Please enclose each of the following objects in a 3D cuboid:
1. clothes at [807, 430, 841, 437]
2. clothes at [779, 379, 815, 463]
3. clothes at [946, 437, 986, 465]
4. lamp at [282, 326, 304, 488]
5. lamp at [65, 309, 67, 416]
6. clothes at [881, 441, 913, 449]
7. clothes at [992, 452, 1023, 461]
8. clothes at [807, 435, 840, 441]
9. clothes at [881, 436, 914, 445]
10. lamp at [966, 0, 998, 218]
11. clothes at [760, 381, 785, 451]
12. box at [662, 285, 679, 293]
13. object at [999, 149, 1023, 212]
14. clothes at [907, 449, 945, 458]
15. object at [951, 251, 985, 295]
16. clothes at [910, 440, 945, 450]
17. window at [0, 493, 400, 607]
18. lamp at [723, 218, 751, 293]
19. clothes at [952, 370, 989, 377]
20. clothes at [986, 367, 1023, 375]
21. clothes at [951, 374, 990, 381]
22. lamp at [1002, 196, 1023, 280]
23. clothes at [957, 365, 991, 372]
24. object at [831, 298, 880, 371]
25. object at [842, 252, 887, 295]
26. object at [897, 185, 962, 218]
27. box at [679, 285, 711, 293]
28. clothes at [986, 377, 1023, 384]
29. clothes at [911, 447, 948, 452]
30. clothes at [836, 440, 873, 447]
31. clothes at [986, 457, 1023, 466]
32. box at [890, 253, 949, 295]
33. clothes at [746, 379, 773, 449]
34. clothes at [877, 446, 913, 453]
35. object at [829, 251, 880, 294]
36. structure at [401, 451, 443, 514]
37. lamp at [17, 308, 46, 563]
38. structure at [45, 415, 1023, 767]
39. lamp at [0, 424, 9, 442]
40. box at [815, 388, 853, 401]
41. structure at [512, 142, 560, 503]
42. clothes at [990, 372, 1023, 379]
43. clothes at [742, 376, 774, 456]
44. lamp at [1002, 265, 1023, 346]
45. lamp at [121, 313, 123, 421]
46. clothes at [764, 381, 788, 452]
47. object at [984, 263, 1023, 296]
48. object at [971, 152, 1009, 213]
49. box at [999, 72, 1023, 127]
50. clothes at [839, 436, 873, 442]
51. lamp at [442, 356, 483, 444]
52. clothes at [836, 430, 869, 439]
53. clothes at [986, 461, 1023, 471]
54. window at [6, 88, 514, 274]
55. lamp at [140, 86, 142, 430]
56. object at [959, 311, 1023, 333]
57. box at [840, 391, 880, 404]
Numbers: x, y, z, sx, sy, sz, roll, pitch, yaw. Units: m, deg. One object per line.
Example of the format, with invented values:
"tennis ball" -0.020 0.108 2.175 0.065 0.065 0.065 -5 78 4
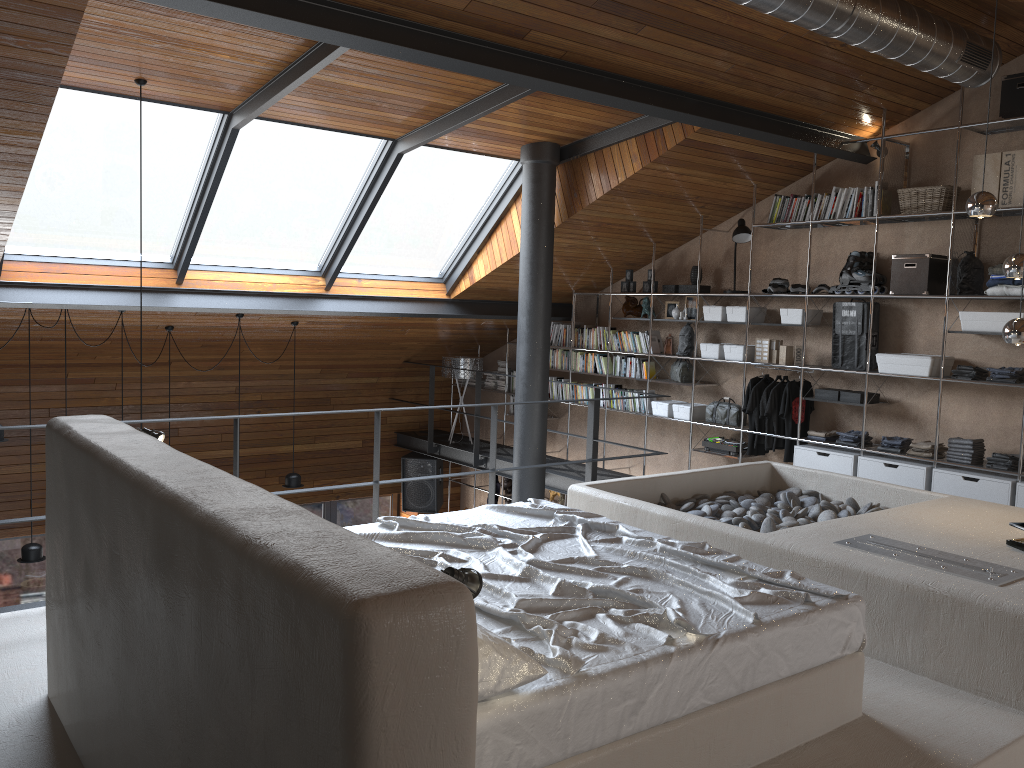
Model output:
"clothes" 2.519 0.396 7.130 0.221 0.050 0.196 -1 6 -35
"clothes" 2.357 0.302 7.321 0.424 0.689 0.090 -2 6 -39
"clothes" 3.186 0.463 6.220 0.184 0.172 0.201 -2 6 -35
"lamp" -2.119 0.219 8.622 0.210 1.565 0.210 2 5 0
"lamp" -3.467 0.445 6.901 0.210 2.273 0.210 2 5 0
"clothes" 2.881 0.451 6.648 0.203 0.053 0.198 -1 6 -33
"clothes" 3.384 0.494 6.040 0.200 0.052 0.194 -2 6 -36
"clothes" 2.528 0.427 7.143 0.248 0.043 0.190 -1 6 -29
"clothes" 2.897 0.422 6.653 0.204 0.049 0.184 -2 6 -38
"lamp" 2.428 -1.455 4.507 0.146 1.204 0.146 1 5 -6
"clothes" 2.245 0.261 7.490 0.488 0.586 0.074 -3 7 -44
"box" 1.561 -0.891 8.367 0.208 0.079 0.207 0 5 -24
"object" 3.406 -1.358 5.930 0.192 0.382 0.181 -2 6 -37
"clothes" 3.031 0.497 6.462 0.238 0.053 0.212 -2 6 -39
"object" 3.212 -0.772 6.213 0.212 0.319 0.157 1 5 -11
"clothes" 3.028 0.443 6.448 0.212 0.047 0.187 -2 6 -37
"window" -3.821 2.112 9.997 5.936 1.521 0.101 -2 6 -37
"lamp" 1.991 -1.120 7.794 0.233 0.660 0.322 3 5 16
"clothes" 3.229 -0.077 6.234 0.215 0.047 0.191 -2 6 -38
"clothes" 3.359 -0.090 6.012 0.200 0.052 0.194 -2 6 -36
"clothes" 3.216 -0.053 6.223 0.243 0.045 0.208 -2 6 -38
"lamp" 2.642 -1.275 4.531 0.146 1.474 0.146 1 5 -6
"clothes" 3.233 -0.106 6.215 0.200 0.052 0.194 -2 6 -36
"object" 2.694 -0.394 6.952 0.188 0.559 0.337 -1 6 -33
"object" 2.789 -0.871 6.975 0.174 0.342 0.416 -1 6 -32
"object" 3.013 -1.318 6.423 0.262 0.198 0.417 -2 6 -37
"box" 1.687 -0.872 8.190 0.208 0.079 0.207 -2 6 -40
"clothes" 3.373 -0.034 6.013 0.243 0.045 0.208 -2 6 -37
"clothes" 3.028 0.470 6.436 0.229 0.052 0.199 -1 6 -34
"clothes" 2.688 0.450 6.934 0.243 0.045 0.208 -2 6 -37
"clothes" 3.379 0.523 6.059 0.215 0.047 0.191 -2 6 -38
"box" 2.975 -0.794 6.486 0.266 0.295 0.289 -2 6 -37
"clothes" 2.147 0.251 7.568 0.488 0.586 0.074 -3 7 -44
"clothes" 2.890 0.476 6.666 0.242 0.048 0.207 -2 6 -40
"object" 2.687 -0.860 6.875 0.174 0.342 0.416 -1 6 -33
"structure" -1.075 1.200 10.933 0.461 0.735 0.488 3 5 13
"lamp" -3.740 0.365 6.887 0.210 2.036 0.210 2 5 0
"structure" 0.769 0.727 3.843 4.614 1.120 2.634 -2 6 -37
"lamp" -3.629 -0.203 6.169 0.210 1.206 0.210 2 5 0
"box" 2.567 0.083 7.081 0.208 0.079 0.207 -2 6 -39
"structure" 0.292 0.858 7.376 1.197 5.699 1.689 -2 6 -37
"clothes" 3.362 -0.059 5.998 0.215 0.047 0.191 -2 6 -37
"clothes" 2.134 0.270 7.612 0.424 0.689 0.090 -2 6 -39
"lamp" 2.526 -1.072 4.304 0.146 1.771 0.146 1 5 -12
"lamp" -3.274 0.408 7.454 0.210 2.034 0.210 2 5 0
"clothes" 2.260 0.268 7.419 0.488 0.586 0.074 -3 7 -44
"object" 3.395 -0.703 5.976 0.250 0.229 0.306 -1 6 -35
"object" 3.291 -1.375 6.080 0.192 0.382 0.181 -2 6 -37
"box" 3.448 -1.896 5.884 0.266 0.295 0.289 -2 6 -37
"clothes" 2.676 0.425 6.919 0.215 0.047 0.191 -2 6 -37
"lamp" -0.589 0.186 10.352 0.475 1.002 0.475 1 5 -14
"clothes" 2.674 0.394 6.933 0.200 0.052 0.194 -2 6 -36
"clothes" 3.367 0.548 6.048 0.243 0.045 0.208 -2 6 -38
"window" -1.848 -1.509 7.142 3.818 1.031 1.213 -2 6 -37
"lamp" -2.351 -0.260 5.624 0.210 3.208 0.210 1 5 -15
"object" 3.331 -0.420 6.055 0.289 0.135 0.437 -2 6 -37
"box" 2.702 0.104 6.890 0.208 0.079 0.207 0 5 -25
